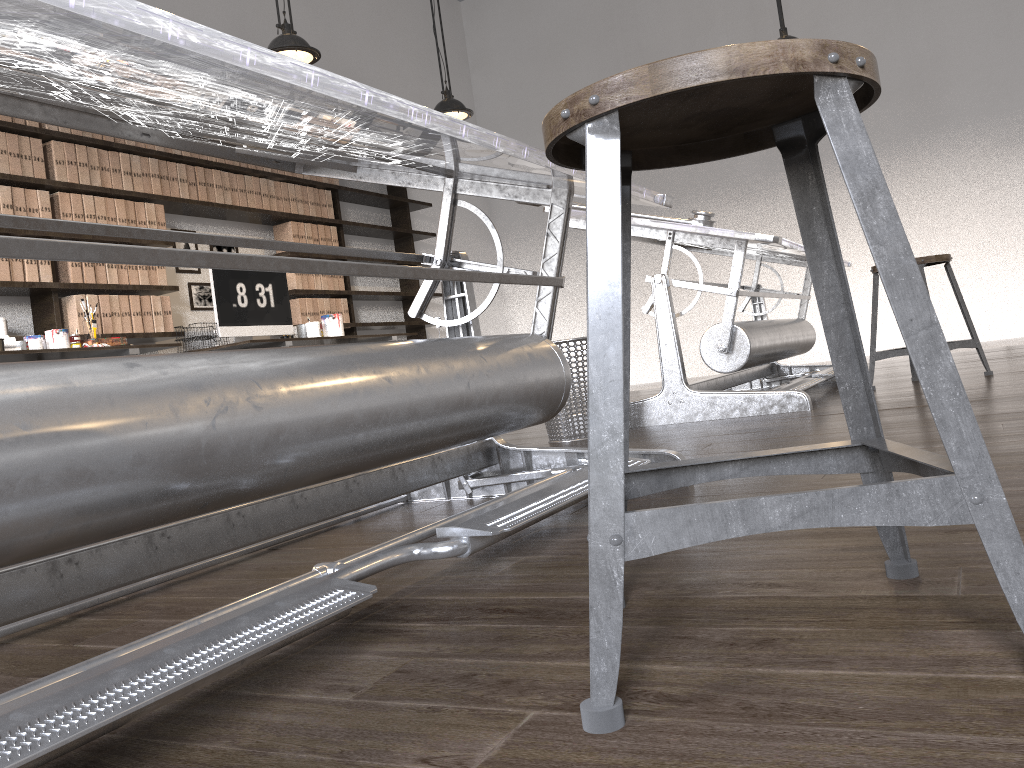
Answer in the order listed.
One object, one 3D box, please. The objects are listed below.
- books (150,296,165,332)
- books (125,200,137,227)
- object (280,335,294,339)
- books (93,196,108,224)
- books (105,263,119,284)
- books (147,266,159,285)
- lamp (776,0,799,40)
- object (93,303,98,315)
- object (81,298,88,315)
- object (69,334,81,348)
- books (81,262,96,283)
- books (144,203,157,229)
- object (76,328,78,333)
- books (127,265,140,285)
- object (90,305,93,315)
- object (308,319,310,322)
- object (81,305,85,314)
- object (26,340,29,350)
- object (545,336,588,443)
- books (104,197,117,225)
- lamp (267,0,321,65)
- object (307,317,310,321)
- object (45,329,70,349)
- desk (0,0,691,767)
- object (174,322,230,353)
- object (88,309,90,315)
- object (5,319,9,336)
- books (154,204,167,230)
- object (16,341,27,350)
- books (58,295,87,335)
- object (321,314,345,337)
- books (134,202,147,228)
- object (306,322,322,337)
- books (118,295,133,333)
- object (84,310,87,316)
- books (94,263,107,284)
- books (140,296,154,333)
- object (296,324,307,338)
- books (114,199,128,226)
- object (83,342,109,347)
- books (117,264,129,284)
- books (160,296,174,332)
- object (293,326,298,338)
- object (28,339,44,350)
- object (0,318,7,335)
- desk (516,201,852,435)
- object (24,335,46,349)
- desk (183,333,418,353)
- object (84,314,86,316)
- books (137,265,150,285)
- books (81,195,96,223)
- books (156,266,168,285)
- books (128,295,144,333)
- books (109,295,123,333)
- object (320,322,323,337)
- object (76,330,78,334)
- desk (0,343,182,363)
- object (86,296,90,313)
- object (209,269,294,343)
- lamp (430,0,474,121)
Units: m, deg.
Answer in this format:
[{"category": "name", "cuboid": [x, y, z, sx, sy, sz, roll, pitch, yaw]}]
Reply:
[{"category": "books", "cuboid": [-2.132, -0.393, 5.190, 0.174, 0.226, 0.067, -9, -2, 28]}, {"category": "books", "cuboid": [-2.259, -0.932, 5.122, 0.174, 0.226, 0.067, -9, -2, 28]}, {"category": "object", "cuboid": [-1.510, -0.315, 5.948, 0.091, 0.142, 0.096, -8, -1, 7]}, {"category": "books", "cuboid": [-2.348, -0.918, 4.946, 0.174, 0.226, 0.067, -9, -2, 28]}, {"category": "books", "cuboid": [-2.298, -0.647, 4.957, 0.174, 0.226, 0.067, -9, -2, 28]}, {"category": "books", "cuboid": [-2.173, -0.668, 5.203, 0.174, 0.226, 0.067, -9, -2, 28]}, {"category": "lamp", "cuboid": [1.578, -3.181, 5.621, 0.312, 2.257, 0.310, -8, -2, 7]}, {"category": "object", "cuboid": [-2.162, -0.323, 4.562, 0.071, 0.186, 0.008, -7, -2, -20]}, {"category": "object", "cuboid": [-2.175, -0.334, 4.547, 0.007, 0.214, 0.055, -9, -3, 35]}, {"category": "object", "cuboid": [-2.176, -0.192, 4.419, 0.049, 0.112, 0.050, -9, -2, 31]}, {"category": "books", "cuboid": [-2.365, -0.636, 4.827, 0.174, 0.226, 0.067, -9, -2, 28]}, {"category": "books", "cuboid": [-2.190, -0.944, 5.246, 0.174, 0.226, 0.067, -9, -2, 28]}, {"category": "object", "cuboid": [-2.208, -0.210, 4.492, 0.005, 0.148, 0.033, -9, -2, 27]}, {"category": "books", "cuboid": [-2.236, -0.657, 5.084, 0.174, 0.226, 0.067, -9, -2, 28]}, {"category": "object", "cuboid": [-2.155, -0.321, 4.558, 0.005, 0.180, 0.021, -6, -3, -43]}, {"category": "object", "cuboid": [-1.377, -0.370, 6.133, 0.055, 0.180, 0.007, -8, -2, 9]}, {"category": "object", "cuboid": [-2.181, -0.322, 4.560, 0.053, 0.182, 0.006, -7, -2, -20]}, {"category": "object", "cuboid": [-2.358, -0.160, 4.315, 0.044, 0.101, 0.045, -9, -2, 28]}, {"category": "object", "cuboid": [0.234, 0.021, 3.373, 0.354, 0.378, 0.351, -7, -1, -41]}, {"category": "books", "cuboid": [-2.321, -0.922, 5.003, 0.174, 0.226, 0.067, -9, -2, 28]}, {"category": "lamp", "cuboid": [-1.283, -2.769, 4.547, 0.311, 2.257, 0.311, -6, -3, -38]}, {"category": "object", "cuboid": [-1.388, -0.368, 6.142, 0.045, 0.205, 0.007, -8, -2, 8]}, {"category": "object", "cuboid": [-2.243, -0.196, 4.378, 0.103, 0.142, 0.105, -9, -1, 35]}, {"category": "desk", "cuboid": [-0.636, -0.339, 1.248, 1.073, 1.389, 2.285, -9, 0, 28]}, {"category": "object", "cuboid": [-1.845, -0.273, 5.282, 0.203, 0.161, 0.284, -8, 0, 20]}, {"category": "object", "cuboid": [-2.160, -0.310, 4.551, 0.008, 0.153, 0.037, -7, -2, -13]}, {"category": "object", "cuboid": [-2.530, -0.269, 4.382, 0.063, 0.095, 0.062, -7, -2, -30]}, {"category": "books", "cuboid": [-2.161, -0.948, 5.311, 0.174, 0.226, 0.067, -9, -2, 28]}, {"category": "object", "cuboid": [-2.367, -0.158, 4.258, 0.063, 0.093, 0.063, -7, -1, -21]}, {"category": "books", "cuboid": [-2.362, -0.355, 4.753, 0.174, 0.226, 0.067, -9, -2, 28]}, {"category": "object", "cuboid": [-1.230, -0.378, 6.092, 0.145, 0.196, 0.143, -8, -1, 0]}, {"category": "books", "cuboid": [-2.227, -0.938, 5.185, 0.174, 0.226, 0.067, -9, -2, 28]}, {"category": "object", "cuboid": [-1.332, -0.343, 5.954, 0.095, 0.145, 0.094, -7, -2, -36]}, {"category": "books", "cuboid": [-2.238, -0.376, 4.997, 0.174, 0.226, 0.067, -9, -2, 28]}, {"category": "object", "cuboid": [-2.178, -0.303, 4.561, 0.005, 0.152, 0.045, -8, -2, 10]}, {"category": "books", "cuboid": [-2.335, -0.641, 4.896, 0.174, 0.226, 0.067, -9, -2, 28]}, {"category": "books", "cuboid": [-2.169, -0.387, 5.129, 0.174, 0.226, 0.067, -9, -2, 28]}, {"category": "object", "cuboid": [-1.410, -0.332, 6.027, 0.095, 0.143, 0.097, -9, -2, 45]}, {"category": "books", "cuboid": [-2.286, -0.928, 5.060, 0.174, 0.226, 0.067, -9, -2, 28]}, {"category": "object", "cuboid": [-2.033, -0.179, 4.364, 0.132, 0.050, 0.197, -8, 1, -1]}, {"category": "books", "cuboid": [-2.269, -0.652, 5.022, 0.174, 0.226, 0.067, -9, -2, 28]}, {"category": "books", "cuboid": [-2.103, -0.398, 5.254, 0.174, 0.226, 0.067, -9, -2, 28]}, {"category": "object", "cuboid": [-1.476, -0.324, 6.105, 0.094, 0.145, 0.095, -9, -2, 45]}, {"category": "object", "cuboid": [-2.303, -0.167, 4.286, 0.062, 0.094, 0.061, -8, -1, -12]}, {"category": "object", "cuboid": [-2.502, -0.273, 4.322, 0.062, 0.096, 0.061, -7, -2, -30]}, {"category": "desk", "cuboid": [0.916, -0.593, 4.218, 1.073, 1.389, 2.073, -9, 0, 28]}, {"category": "object", "cuboid": [-2.358, -0.174, 4.385, 0.093, 0.128, 0.095, -8, -1, 24]}, {"category": "desk", "cuboid": [-1.309, 0.063, 5.781, 0.653, 0.670, 1.672, -8, 0, 28]}, {"category": "object", "cuboid": [-2.177, -0.295, 4.549, 0.022, 0.134, 0.005, -7, -2, -15]}, {"category": "books", "cuboid": [-2.199, -0.663, 5.141, 0.174, 0.226, 0.067, -9, -2, 28]}, {"category": "books", "cuboid": [-2.380, -0.913, 4.881, 0.174, 0.226, 0.067, -9, -2, 28]}, {"category": "books", "cuboid": [-2.142, -0.673, 5.258, 0.174, 0.226, 0.067, -9, -2, 28]}, {"category": "books", "cuboid": [-2.199, -0.382, 5.060, 0.174, 0.226, 0.067, -9, -2, 28]}, {"category": "books", "cuboid": [-2.267, -0.371, 4.938, 0.174, 0.226, 0.067, -9, -2, 28]}, {"category": "object", "cuboid": [-1.325, -0.345, 6.049, 0.068, 0.155, 0.068, -8, -2, 4]}, {"category": "object", "cuboid": [-2.208, -0.211, 4.482, 0.005, 0.130, 0.040, -9, -2, 26]}, {"category": "desk", "cuboid": [-2.300, 0.226, 3.885, 0.653, 0.670, 1.672, -8, 0, 28]}, {"category": "object", "cuboid": [-2.180, -0.341, 4.571, 0.007, 0.228, 0.020, -7, -3, -31]}, {"category": "object", "cuboid": [-1.651, -0.483, 5.578, 0.204, 0.519, 0.644, -9, -1, 28]}, {"category": "lamp", "cuboid": [-0.563, -2.887, 5.924, 0.311, 2.257, 0.311, -6, -3, -38]}]
